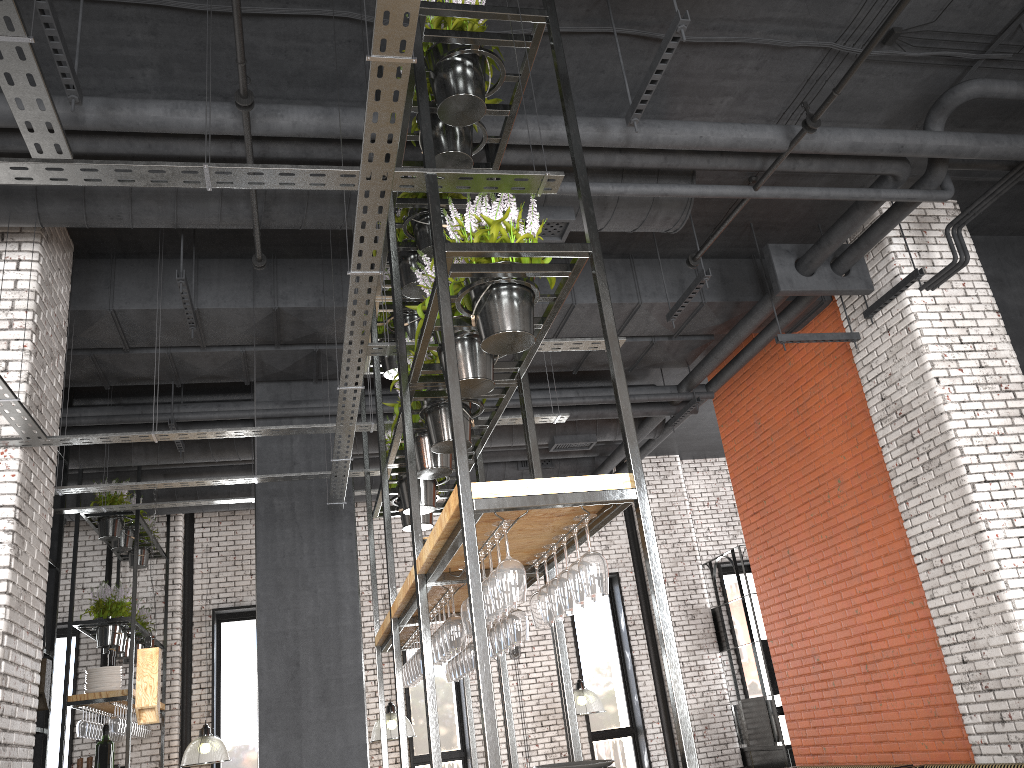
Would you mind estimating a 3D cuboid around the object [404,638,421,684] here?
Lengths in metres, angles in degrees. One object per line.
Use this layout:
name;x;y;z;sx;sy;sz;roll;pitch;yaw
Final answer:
object;-0.617;1.719;5.511;0.100;0.269;0.100;-25;-28;35

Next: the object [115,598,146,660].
object;-4.412;2.813;10.031;0.466;0.563;0.414;-21;-26;29

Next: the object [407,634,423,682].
object;-0.586;1.662;5.380;0.100;0.269;0.100;-25;-28;35

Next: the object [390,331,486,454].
object;-0.349;0.066;4.612;0.415;0.563;0.465;-17;-24;22

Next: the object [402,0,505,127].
object;-0.256;-1.442;3.953;0.416;0.563;0.464;4;-25;-26

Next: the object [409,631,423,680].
object;-0.555;1.604;5.249;0.100;0.269;0.100;-25;-28;35

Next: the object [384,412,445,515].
object;-0.622;0.542;5.695;0.416;0.563;0.464;-5;-23;-6

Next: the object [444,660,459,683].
object;-0.401;1.824;5.842;0.100;0.269;0.100;-25;-28;35

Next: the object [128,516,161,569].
object;-4.597;1.981;10.938;0.467;0.563;0.413;-6;-23;-5

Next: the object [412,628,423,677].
object;-0.526;1.551;5.126;0.101;0.269;0.100;-16;-24;20

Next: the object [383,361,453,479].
object;-0.468;0.236;4.993;0.415;0.563;0.465;15;-31;-43

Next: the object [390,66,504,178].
object;-0.319;-1.292;4.301;0.467;0.563;0.414;8;-27;-33

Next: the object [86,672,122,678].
object;-4.069;2.915;8.838;0.334;0.042;0.333;13;-30;-42

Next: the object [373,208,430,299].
object;-0.583;-0.816;5.388;0.467;0.563;0.413;1;-24;-19

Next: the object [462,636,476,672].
object;-0.249;1.541;5.195;0.101;0.269;0.100;-16;-24;20

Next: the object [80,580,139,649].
object;-4.163;2.430;9.168;0.414;0.563;0.466;-26;-28;37

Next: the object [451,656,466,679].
object;-0.339;1.709;5.580;0.100;0.269;0.100;-25;-28;35

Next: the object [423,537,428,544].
object;-0.506;1.176;5.437;0.097;0.474;0.098;-24;-28;34

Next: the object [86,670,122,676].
object;-4.071;2.897;8.845;0.334;0.044;0.333;12;-29;-41

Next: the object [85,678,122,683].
object;-4.061;2.965;8.817;0.334;0.041;0.332;-10;-22;6

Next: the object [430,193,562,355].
object;-0.044;-0.413;3.533;0.415;0.563;0.465;-18;-24;23

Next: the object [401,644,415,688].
object;-0.679;1.834;5.773;0.100;0.269;0.100;-25;-28;35

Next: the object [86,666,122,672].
object;-4.076;2.861;8.861;0.334;0.039;0.333;10;-28;-38

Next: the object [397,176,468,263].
object;-0.451;-0.971;5.050;0.467;0.563;0.413;-9;-22;4

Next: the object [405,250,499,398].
object;-0.216;-0.239;3.907;0.416;0.563;0.464;9;-28;-35

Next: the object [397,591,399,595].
object;-0.598;1.374;5.832;0.334;0.039;0.333;10;-28;-37

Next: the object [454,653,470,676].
object;-0.309;1.652;5.449;0.100;0.269;0.100;-25;-28;35

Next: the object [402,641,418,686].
object;-0.648;1.776;5.642;0.100;0.269;0.100;-25;-28;35

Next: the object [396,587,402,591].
object;-0.601;1.356;5.840;0.334;0.039;0.333;10;-28;-38

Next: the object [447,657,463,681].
object;-0.370;1.767;5.711;0.100;0.269;0.100;-25;-28;35

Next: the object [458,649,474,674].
object;-0.278;1.595;5.318;0.100;0.269;0.100;-25;-28;35

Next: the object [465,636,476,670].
object;-0.222;1.491;5.081;0.101;0.269;0.100;-16;-24;20

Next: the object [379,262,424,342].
object;-0.698;-0.506;6.113;0.415;0.563;0.465;11;-29;-38

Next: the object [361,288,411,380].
object;-0.856;-0.330;6.494;0.467;0.563;0.413;-11;-23;9

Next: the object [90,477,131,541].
object;-4.341;1.397;9.584;0.415;0.563;0.465;11;-29;-37

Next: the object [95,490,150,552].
object;-4.416;1.599;10.056;0.415;0.563;0.465;-22;-26;30

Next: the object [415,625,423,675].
object;-0.500;1.501;5.012;0.101;0.269;0.100;-16;-24;20

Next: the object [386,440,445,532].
object;-0.667;0.717;6.113;0.416;0.563;0.464;1;-24;-20

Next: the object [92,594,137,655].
object;-4.304;2.627;9.606;0.416;0.563;0.464;0;-24;-19

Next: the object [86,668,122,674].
object;-4.073;2.879;8.853;0.334;0.039;0.333;10;-28;-37

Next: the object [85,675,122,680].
object;-4.065;2.932;8.830;0.334;0.043;0.332;5;-25;-29

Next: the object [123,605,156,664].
object;-4.476;3.007;10.487;0.467;0.563;0.413;-9;-22;4
